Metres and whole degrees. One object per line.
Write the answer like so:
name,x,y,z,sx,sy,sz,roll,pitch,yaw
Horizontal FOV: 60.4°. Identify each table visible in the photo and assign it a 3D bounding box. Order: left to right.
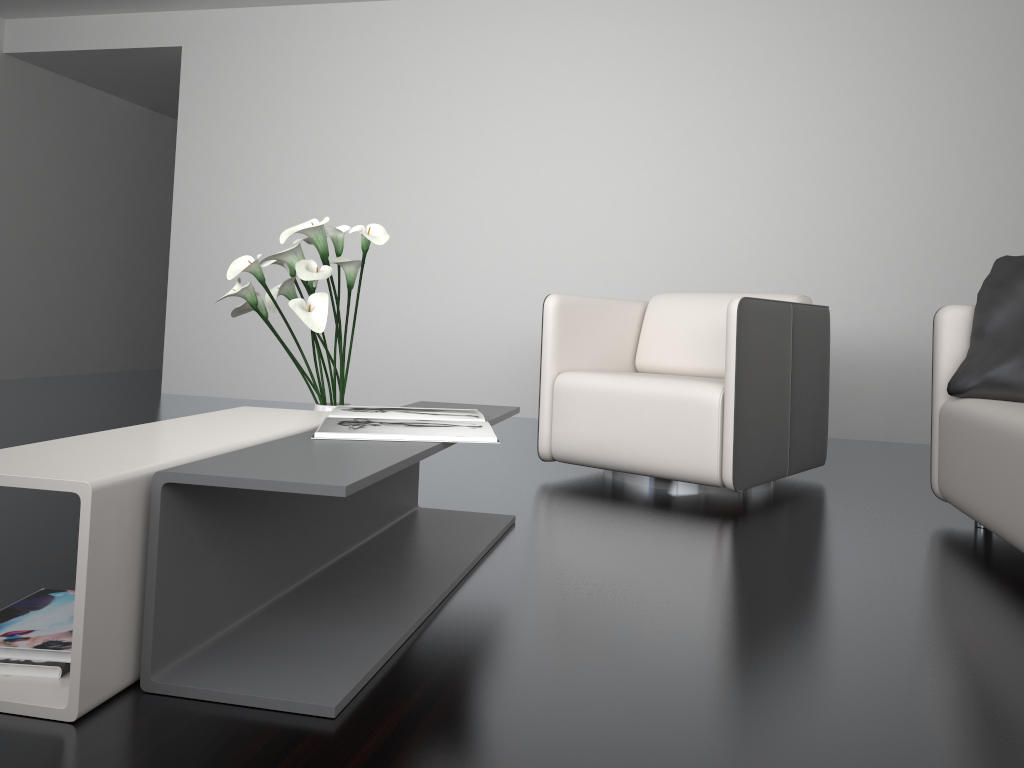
table,-0.617,0.251,1.668,0.299,0.314,0.968,2,3,11
table,-0.256,0.252,1.854,0.299,0.314,1.258,2,4,11

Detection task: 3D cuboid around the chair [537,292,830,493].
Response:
chair,0.678,-0.032,3.315,0.769,0.663,0.917,3,2,38

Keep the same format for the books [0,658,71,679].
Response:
books,-0.741,0.398,1.393,0.213,0.017,0.263,3,4,3

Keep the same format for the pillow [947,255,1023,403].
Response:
pillow,1.563,-0.158,2.472,0.277,0.451,0.566,3,1,-33

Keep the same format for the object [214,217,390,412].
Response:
object,-0.544,-0.032,2.278,0.446,0.800,0.376,2,-2,-4

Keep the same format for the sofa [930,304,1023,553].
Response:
sofa,1.550,0.127,1.580,0.920,0.661,2.239,3,4,11

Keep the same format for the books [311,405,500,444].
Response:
books,-0.231,0.081,1.948,0.358,0.017,0.549,2,4,-7

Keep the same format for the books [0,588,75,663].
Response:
books,-0.719,0.381,1.408,0.227,0.017,0.263,3,4,3
